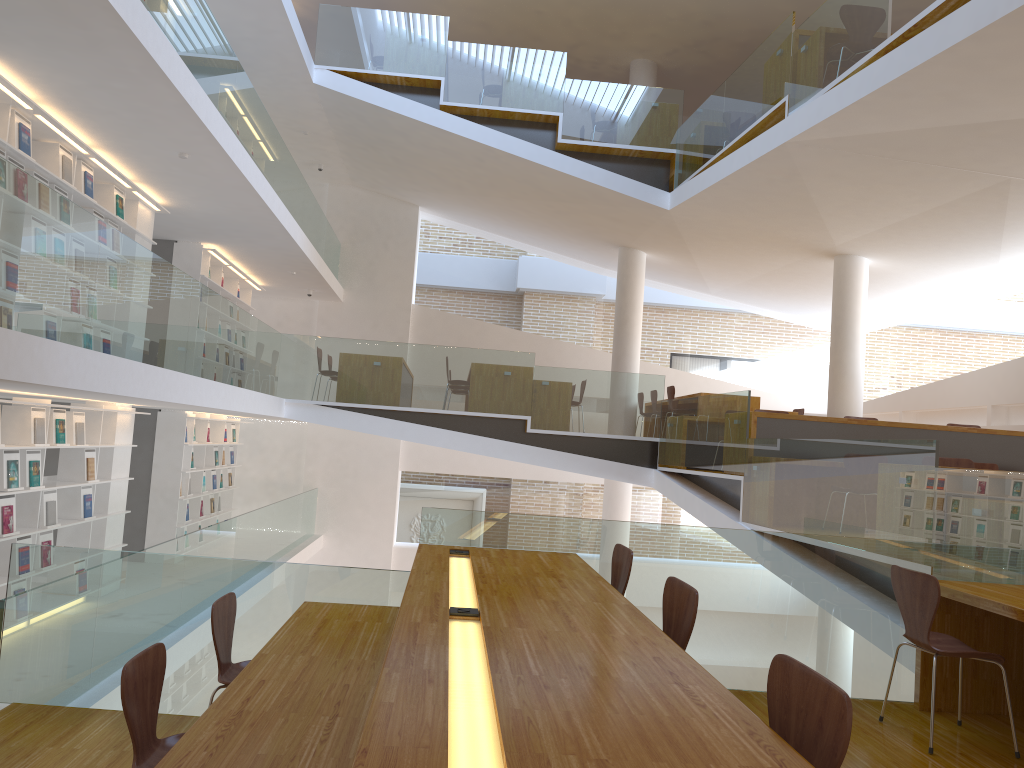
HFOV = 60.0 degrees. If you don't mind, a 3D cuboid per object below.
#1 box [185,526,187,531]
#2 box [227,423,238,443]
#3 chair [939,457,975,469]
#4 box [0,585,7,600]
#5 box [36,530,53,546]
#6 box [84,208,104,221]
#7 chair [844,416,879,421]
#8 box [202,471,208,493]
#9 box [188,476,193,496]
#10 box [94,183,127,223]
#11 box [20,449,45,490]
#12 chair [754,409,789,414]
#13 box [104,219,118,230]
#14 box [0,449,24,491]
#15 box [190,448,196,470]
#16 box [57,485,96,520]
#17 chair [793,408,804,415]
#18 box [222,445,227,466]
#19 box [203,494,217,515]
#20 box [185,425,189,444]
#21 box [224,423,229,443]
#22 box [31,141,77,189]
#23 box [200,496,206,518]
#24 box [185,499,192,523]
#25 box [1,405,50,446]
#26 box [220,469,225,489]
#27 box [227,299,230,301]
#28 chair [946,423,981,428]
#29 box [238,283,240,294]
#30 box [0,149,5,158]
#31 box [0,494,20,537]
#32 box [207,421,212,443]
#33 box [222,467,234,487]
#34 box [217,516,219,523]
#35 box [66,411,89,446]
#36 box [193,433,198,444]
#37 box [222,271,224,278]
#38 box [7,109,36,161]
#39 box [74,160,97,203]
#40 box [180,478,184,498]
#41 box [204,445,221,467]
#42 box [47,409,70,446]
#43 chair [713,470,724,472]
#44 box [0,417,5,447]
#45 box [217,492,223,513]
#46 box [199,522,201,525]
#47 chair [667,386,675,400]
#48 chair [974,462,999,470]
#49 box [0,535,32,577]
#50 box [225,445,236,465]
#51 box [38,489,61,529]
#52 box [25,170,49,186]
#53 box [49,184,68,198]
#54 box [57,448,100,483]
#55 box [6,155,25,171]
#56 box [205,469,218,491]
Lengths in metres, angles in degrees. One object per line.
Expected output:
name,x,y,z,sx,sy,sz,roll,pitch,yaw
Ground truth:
box,-4.224,1.908,11.170,0.274,0.296,0.245,4,-4,-4
box,-4.277,0.731,13.324,0.274,0.296,0.245,4,-4,-4
chair,3.236,0.880,6.402,0.428,0.693,0.381,4,-4,-4
box,-3.855,1.633,6.777,0.274,0.296,0.245,4,-4,-4
box,-3.858,1.330,7.172,0.274,0.296,0.245,4,-4,-4
box,-3.696,-1.355,7.733,0.274,0.296,0.245,4,-4,-4
chair,3.686,0.683,9.201,0.428,0.693,0.381,4,-4,-4
box,-4.223,1.295,11.861,0.274,0.296,0.245,4,-4,-4
box,-4.175,1.250,11.165,0.274,0.296,0.245,4,-4,-4
box,-3.700,-1.655,8.143,0.274,0.296,0.245,4,-4,-4
box,-3.787,0.652,6.849,0.274,0.296,0.245,4,-4,-4
chair,2.719,0.611,9.138,0.428,0.693,0.381,4,-4,-4
box,-3.719,-1.330,8.071,0.274,0.296,0.245,4,-4,-4
box,-3.762,0.623,6.505,0.274,0.296,0.245,4,-4,-4
box,-4.153,0.920,11.211,0.274,0.296,0.245,4,-4,-4
box,-3.885,1.048,7.910,0.274,0.296,0.245,4,-4,-4
chair,3.664,0.664,11.888,0.381,0.693,0.428,4,-4,-4
box,-4.263,1.025,12.779,0.274,0.296,0.245,4,-4,-4
box,-4.284,1.657,12.387,0.274,0.296,0.245,4,-4,-4
box,-4.104,0.575,10.837,0.274,0.296,0.245,4,-4,-4
box,-4.240,0.698,12.801,0.274,0.296,0.245,4,-4,-4
box,-3.622,-1.726,7.019,0.274,0.296,0.245,4,-4,-4
box,-4.245,1.621,11.824,0.274,0.296,0.245,4,-4,-4
box,-4.200,1.580,11.181,0.274,0.296,0.245,4,-4,-4
box,-3.765,0.325,6.878,0.274,0.296,0.245,4,-4,-4
box,-4.285,1.351,12.747,0.274,0.296,0.245,4,-4,-4
box,-4.095,-1.049,12.559,0.274,0.296,0.245,4,-4,-4
chair,4.789,0.762,9.234,0.428,0.693,0.381,4,-4,-4
box,-4.097,-1.353,12.942,0.274,0.296,0.245,4,-4,-4
box,-3.574,-1.464,5.986,0.274,0.296,0.245,4,-4,-4
box,-3.786,0.950,6.488,0.274,0.296,0.245,4,-4,-4
box,-4.174,0.639,11.884,0.274,0.296,0.245,4,-4,-4
box,-4.323,1.385,13.293,0.274,0.296,0.245,4,-4,-4
box,-4.331,2.006,12.712,0.274,0.296,0.245,4,-4,-4
box,-3.694,1.891,4.091,0.498,3.764,7.125,4,-4,-4
box,-4.129,0.597,11.208,0.274,0.296,0.245,4,-4,-4
box,-4.031,-1.412,12.025,0.274,0.296,0.245,4,-4,-4
box,-3.572,-1.771,6.311,0.274,0.296,0.245,4,-4,-4
box,-3.651,-1.700,7.434,0.274,0.296,0.245,4,-4,-4
box,-4.149,1.226,10.791,0.274,0.296,0.245,4,-4,-4
box,-4.238,1.002,12.419,0.274,0.296,0.245,4,-4,-4
box,-3.790,0.348,7.249,0.274,0.296,0.245,4,-4,-4
chair,2.547,0.659,10.013,0.428,0.693,0.381,4,-4,-4
box,-3.715,0.280,6.171,0.274,0.296,0.245,4,-4,-4
box,-4.309,1.680,12.744,0.274,0.296,0.245,4,-4,-4
box,-4.268,1.949,11.802,0.274,0.296,0.245,4,-4,-4
chair,2.195,0.388,11.449,0.381,0.693,0.428,4,-4,-4
chair,3.977,1.031,7.791,0.428,0.693,0.381,4,-4,-4
box,-3.832,1.306,6.799,0.274,0.296,0.245,4,-4,-4
box,-4.299,1.057,13.302,0.274,0.296,0.245,4,-4,-4
box,-3.835,1.002,7.189,0.274,0.296,0.245,4,-4,-4
box,-3.620,-1.421,6.646,0.274,0.296,0.245,4,-4,-4
box,-3.644,-1.399,6.989,0.274,0.296,0.245,4,-4,-4
box,-3.862,0.721,7.931,0.274,0.296,0.245,4,-4,-4
box,-3.607,-1.445,6.288,0.274,0.296,0.245,4,-4,-4
box,-4.261,1.329,12.396,0.274,0.296,0.245,4,-4,-4
